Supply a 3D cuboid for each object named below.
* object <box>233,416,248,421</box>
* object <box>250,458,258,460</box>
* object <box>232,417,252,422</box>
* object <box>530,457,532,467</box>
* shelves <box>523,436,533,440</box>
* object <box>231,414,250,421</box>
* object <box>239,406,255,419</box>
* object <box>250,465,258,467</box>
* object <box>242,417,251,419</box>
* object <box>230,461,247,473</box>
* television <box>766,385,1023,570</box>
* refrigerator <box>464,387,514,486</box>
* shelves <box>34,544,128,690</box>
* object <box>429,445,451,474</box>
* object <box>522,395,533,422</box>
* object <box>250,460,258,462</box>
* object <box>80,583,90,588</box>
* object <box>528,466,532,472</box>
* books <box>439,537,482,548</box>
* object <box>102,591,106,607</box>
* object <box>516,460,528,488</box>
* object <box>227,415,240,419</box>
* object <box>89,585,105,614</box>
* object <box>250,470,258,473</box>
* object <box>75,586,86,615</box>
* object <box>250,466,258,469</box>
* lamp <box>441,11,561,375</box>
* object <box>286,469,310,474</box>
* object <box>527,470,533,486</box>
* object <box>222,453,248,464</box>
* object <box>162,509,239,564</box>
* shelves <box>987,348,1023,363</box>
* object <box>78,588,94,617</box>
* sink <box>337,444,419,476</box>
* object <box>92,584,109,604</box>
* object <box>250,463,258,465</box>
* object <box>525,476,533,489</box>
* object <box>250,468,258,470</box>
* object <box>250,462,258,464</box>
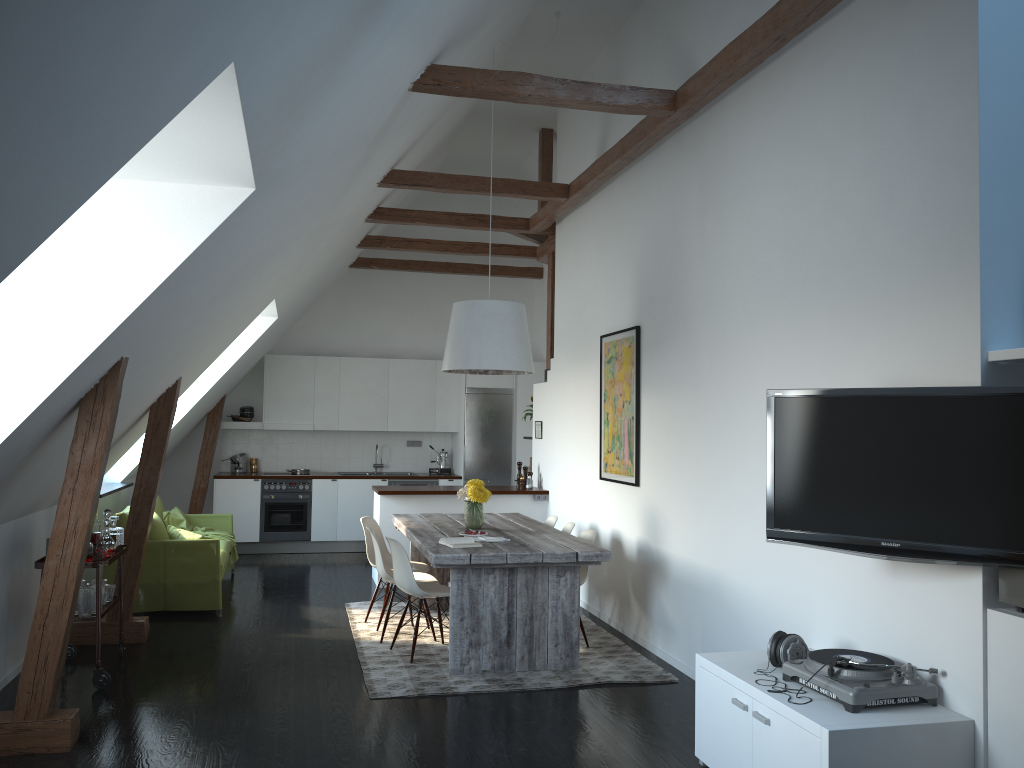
[{"bbox_3d":[-3.320,0.415,10.779,0.332,0.065,0.065,-2,-4,44],"label":"object"},{"bbox_3d":[-3.194,0.940,10.976,0.100,0.047,0.099,2,-3,-18],"label":"object"},{"bbox_3d":[-3.294,0.435,10.839,0.243,0.056,0.350,2,-3,-25],"label":"object"},{"bbox_3d":[0.372,0.855,9.715,0.329,0.101,0.287,1,-3,-4],"label":"object"},{"bbox_3d":[0.489,0.858,9.699,0.660,0.553,0.408,2,-3,-14],"label":"shelves"},{"bbox_3d":[-3.310,0.409,10.791,0.331,0.077,0.061,-1,-3,35],"label":"object"},{"bbox_3d":[-3.264,0.354,10.914,0.200,0.166,0.190,-1,-3,39],"label":"object"},{"bbox_3d":[-3.196,1.017,10.979,0.099,0.043,0.100,2,-3,-26],"label":"object"},{"bbox_3d":[-3.294,0.414,10.841,0.335,0.031,0.065,-1,-3,34],"label":"object"},{"bbox_3d":[-3.316,1.010,10.842,0.200,0.154,0.348,3,-3,-34],"label":"object"},{"bbox_3d":[1.606,0.351,3.545,1.005,0.652,0.537,-1,-4,42],"label":"television"},{"bbox_3d":[-0.293,0.982,11.008,0.609,1.868,0.031,2,-3,-14],"label":"refrigerator"},{"bbox_3d":[-2.633,1.402,5.434,0.438,0.732,0.803,2,-3,-18],"label":"shelves"},{"bbox_3d":[-0.952,0.970,11.410,0.206,0.370,0.353,-1,-3,33],"label":"object"},{"bbox_3d":[0.350,0.340,9.782,0.493,0.486,0.506,1,-3,6],"label":"object"},{"bbox_3d":[-3.196,0.960,10.976,0.100,0.036,0.100,0,-3,15],"label":"object"},{"bbox_3d":[-2.692,1.310,5.544,0.095,0.119,0.095,-1,-3,38],"label":"object"},{"bbox_3d":[0.370,0.956,9.700,0.287,0.101,0.329,2,-3,-19],"label":"object"},{"bbox_3d":[-0.332,1.015,5.707,0.202,0.042,0.251,2,-3,-25],"label":"books"},{"bbox_3d":[-2.534,1.318,5.420,0.092,0.099,0.092,3,-3,-36],"label":"object"},{"bbox_3d":[0.107,0.926,9.108,0.123,0.283,0.061,2,-3,-14],"label":"object"},{"bbox_3d":[-3.373,0.420,10.859,0.357,0.075,0.244,3,-4,-43],"label":"object"},{"bbox_3d":[-2.474,1.284,5.282,0.087,0.155,0.087,3,-3,-41],"label":"object"},{"bbox_3d":[-3.190,1.077,10.976,0.100,0.036,0.100,2,-3,-17],"label":"object"},{"bbox_3d":[-2.572,1.281,5.245,0.087,0.155,0.087,3,-3,-41],"label":"object"},{"bbox_3d":[-3.193,1.038,10.976,0.099,0.051,0.099,2,-3,-28],"label":"object"},{"bbox_3d":[-0.139,-1.490,6.723,0.697,2.813,0.757,-1,-3,36],"label":"lamp"},{"bbox_3d":[-2.645,1.067,10.858,0.351,0.061,0.232,3,-3,-40],"label":"object"},{"bbox_3d":[0.185,0.975,9.067,0.058,0.184,0.058,2,-3,-17],"label":"object"},{"bbox_3d":[-3.416,0.930,10.852,0.371,0.169,0.203,3,-4,-41],"label":"object"},{"bbox_3d":[-3.036,1.474,8.620,0.722,0.493,0.711,2,-3,-18],"label":"object"},{"bbox_3d":[2.596,-0.090,3.253,1.604,0.038,0.478,2,-3,-14],"label":"shelves"},{"bbox_3d":[-2.495,1.280,5.184,0.087,0.155,0.087,3,-3,-41],"label":"object"},{"bbox_3d":[-1.676,1.018,11.087,0.963,0.519,0.671,2,-3,-14],"label":"sink"},{"bbox_3d":[-2.565,1.311,5.524,0.095,0.119,0.095,-1,-3,38],"label":"object"},{"bbox_3d":[-3.197,0.996,10.979,0.099,0.057,0.101,1,-3,-2],"label":"object"},{"bbox_3d":[0.173,0.996,8.991,0.069,0.135,0.069,3,-3,-39],"label":"object"},{"bbox_3d":[-3.191,1.055,10.975,0.100,0.048,0.099,1,-3,5],"label":"object"},{"bbox_3d":[-3.196,0.977,10.976,0.100,0.036,0.100,-1,-4,43],"label":"object"}]
